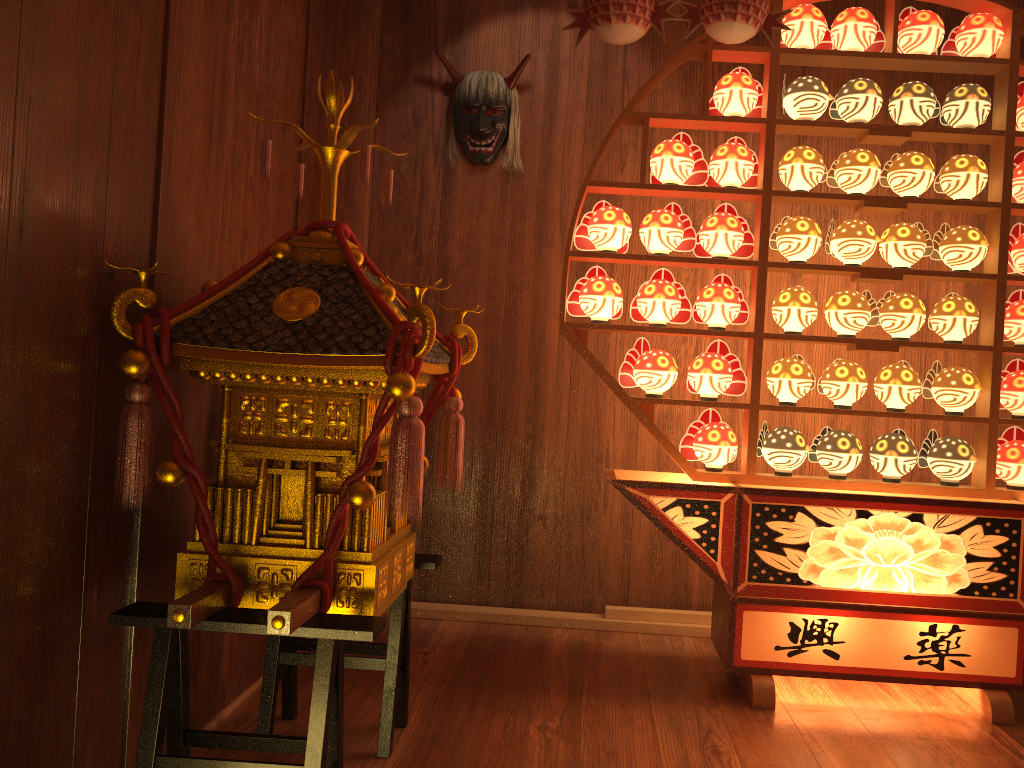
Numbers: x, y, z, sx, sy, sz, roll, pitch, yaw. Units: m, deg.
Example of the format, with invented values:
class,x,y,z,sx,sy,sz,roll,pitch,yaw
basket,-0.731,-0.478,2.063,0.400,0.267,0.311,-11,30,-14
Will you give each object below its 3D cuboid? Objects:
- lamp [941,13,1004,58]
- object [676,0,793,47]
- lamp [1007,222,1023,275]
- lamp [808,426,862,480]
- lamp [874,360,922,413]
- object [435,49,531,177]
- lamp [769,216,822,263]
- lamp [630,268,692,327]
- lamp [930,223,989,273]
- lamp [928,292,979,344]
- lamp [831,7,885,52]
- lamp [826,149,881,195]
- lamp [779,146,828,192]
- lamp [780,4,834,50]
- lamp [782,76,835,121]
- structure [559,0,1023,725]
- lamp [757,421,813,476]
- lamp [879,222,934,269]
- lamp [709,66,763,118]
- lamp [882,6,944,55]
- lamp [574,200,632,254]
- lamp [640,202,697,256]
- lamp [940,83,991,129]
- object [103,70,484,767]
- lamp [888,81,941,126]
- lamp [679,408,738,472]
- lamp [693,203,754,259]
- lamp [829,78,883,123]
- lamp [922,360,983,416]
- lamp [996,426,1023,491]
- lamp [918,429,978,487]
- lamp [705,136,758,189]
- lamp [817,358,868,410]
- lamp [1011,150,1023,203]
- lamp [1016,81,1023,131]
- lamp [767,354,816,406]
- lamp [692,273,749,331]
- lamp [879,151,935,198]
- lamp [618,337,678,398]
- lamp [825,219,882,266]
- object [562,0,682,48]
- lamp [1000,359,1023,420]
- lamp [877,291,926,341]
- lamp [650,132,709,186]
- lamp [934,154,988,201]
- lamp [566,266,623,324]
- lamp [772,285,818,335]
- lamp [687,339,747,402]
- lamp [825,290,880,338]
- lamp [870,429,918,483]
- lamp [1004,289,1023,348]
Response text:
class,x,y,z,sx,sy,sz,roll,pitch,yaw
lamp,1.459,-1.094,2.754,0.188,0.188,0.158,3,0,8
object,0.636,-1.126,2.535,0.347,0.306,0.216,3,0,3
lamp,1.638,-0.421,2.749,0.193,0.187,0.154,3,0,-17
lamp,1.027,0.217,2.761,0.142,0.161,0.154,3,0,-16
lamp,1.201,0.004,2.760,0.135,0.167,0.162,3,0,34
object,-0.110,-0.999,3.313,0.363,0.453,0.138,3,0,2
lamp,0.901,-0.455,2.762,0.142,0.167,0.154,3,0,-16
lamp,0.461,-0.276,2.774,0.197,0.200,0.159,3,0,13
lamp,1.414,-0.427,2.756,0.143,0.173,0.152,3,0,-26
lamp,1.379,-0.209,2.754,0.137,0.173,0.160,3,0,19
lamp,1.065,-1.113,2.767,0.164,0.179,0.162,3,0,34
lamp,1.085,-0.662,2.762,0.142,0.161,0.154,3,0,-16
lamp,0.904,-0.675,2.769,0.135,0.167,0.162,3,0,34
lamp,0.913,-1.132,2.766,0.197,0.200,0.159,3,0,13
lamp,0.933,-0.894,2.778,0.154,0.167,0.142,3,0,18
structure,1.129,-0.149,2.762,1.957,2.195,0.491,3,0,2
lamp,0.863,0.204,2.769,0.152,0.167,0.144,3,0,33
lamp,1.218,-0.436,2.769,0.162,0.167,0.135,3,0,-32
lamp,0.702,-0.924,2.771,0.196,0.200,0.160,3,0,18
lamp,1.280,-1.111,2.758,0.202,0.200,0.155,3,0,-7
lamp,0.311,-0.499,2.779,0.193,0.187,0.154,3,0,-17
lamp,0.467,-0.492,2.778,0.175,0.191,0.162,3,0,33
lamp,1.418,-0.869,2.755,0.137,0.173,0.160,3,0,19
object,-0.416,0.104,1.864,0.606,1.514,0.811,3,0,4
lamp,1.248,-0.876,2.764,0.134,0.167,0.162,3,0,43
lamp,0.641,0.176,2.772,0.196,0.197,0.155,3,0,-7
lamp,0.657,-0.485,2.771,0.196,0.200,0.160,3,0,18
lamp,1.088,-0.882,2.762,0.140,0.161,0.155,3,0,-6
lamp,1.390,0.013,2.754,0.144,0.173,0.152,3,0,-32
lamp,1.576,0.231,2.751,0.191,0.197,0.160,3,0,18
lamp,1.378,0.231,2.757,0.144,0.173,0.152,3,0,-32
lamp,0.688,-0.702,2.771,0.185,0.195,0.160,3,0,18
lamp,1.040,-0.002,2.760,0.139,0.161,0.157,3,0,4
lamp,1.628,-0.649,2.749,0.200,0.200,0.157,3,0,3
lamp,1.648,-0.869,2.750,0.203,0.200,0.155,3,0,-12
lamp,0.865,-0.015,2.767,0.135,0.167,0.162,3,0,34
lamp,0.646,-0.261,2.770,0.179,0.192,0.160,3,0,18
lamp,1.251,-0.655,2.759,0.142,0.167,0.154,3,0,-16
lamp,0.458,-0.052,2.780,0.192,0.194,0.152,3,0,-37
lamp,1.078,-0.441,2.767,0.152,0.161,0.144,3,0,33
object,0.311,-1.135,2.536,0.355,0.311,0.245,3,0,28
lamp,1.591,0.014,2.748,0.183,0.194,0.159,3,0,13
lamp,1.222,-0.215,2.757,0.141,0.167,0.154,3,0,-11
lamp,0.501,-0.715,2.778,0.194,0.200,0.161,3,0,28
lamp,1.410,-0.649,2.754,0.138,0.173,0.158,3,0,9
lamp,0.283,-0.284,2.778,0.192,0.195,0.155,3,0,-12
lamp,0.883,-0.235,2.766,0.136,0.167,0.161,3,0,24
lamp,0.619,-0.046,2.769,0.194,0.200,0.161,3,0,28
lamp,1.045,-0.223,2.769,0.161,0.161,0.136,3,0,-22
lamp,1.188,0.223,2.760,0.135,0.167,0.162,3,0,34
lamp,1.601,-0.207,2.748,0.186,0.195,0.159,3,0,13
